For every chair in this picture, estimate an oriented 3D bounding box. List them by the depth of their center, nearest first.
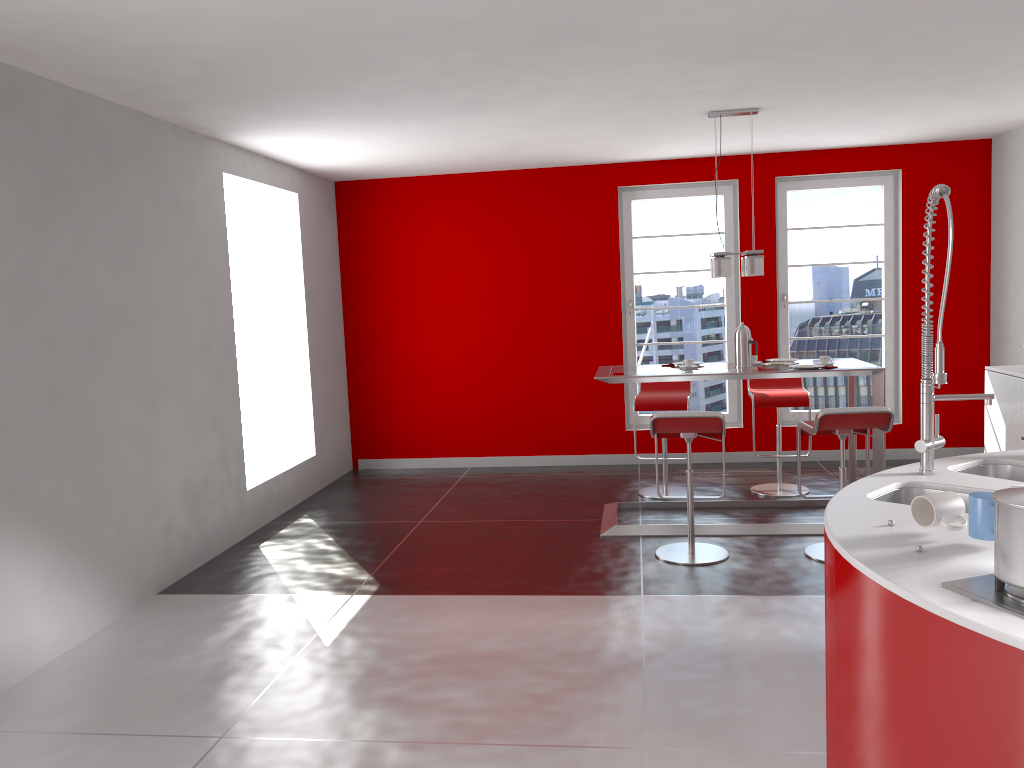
[{"bbox_3d":[1.833,0.527,4.896,0.418,0.857,0.460,-2,6,3],"label":"chair"},{"bbox_3d":[1.006,0.553,5.019,0.418,0.857,0.460,-1,6,13],"label":"chair"},{"bbox_3d":[1.959,0.359,6.515,0.418,0.857,0.460,-2,6,11],"label":"chair"},{"bbox_3d":[1.138,0.387,6.612,0.418,0.857,0.460,-1,6,16],"label":"chair"}]

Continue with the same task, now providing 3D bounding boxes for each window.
[{"bbox_3d":[2.746,-0.705,7.521,0.938,2.038,0.117,-2,6,8],"label":"window"},{"bbox_3d":[1.460,-0.665,7.704,0.938,2.038,0.117,-2,6,8],"label":"window"}]

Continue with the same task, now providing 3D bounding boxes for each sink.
[{"bbox_3d":[1.286,0.435,2.596,0.326,0.172,0.428,-8,8,-43],"label":"sink"},{"bbox_3d":[1.674,0.388,2.886,0.326,0.172,0.428,-6,7,-31],"label":"sink"}]

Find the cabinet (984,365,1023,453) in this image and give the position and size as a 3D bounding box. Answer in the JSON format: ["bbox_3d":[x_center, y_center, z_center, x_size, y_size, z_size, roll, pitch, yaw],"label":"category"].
[{"bbox_3d":[3.500,0.399,5.303,0.610,0.880,1.802,-2,6,8],"label":"cabinet"}]

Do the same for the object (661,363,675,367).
[{"bbox_3d":[1.052,-0.129,6.003,0.095,0.012,0.234,-2,6,7],"label":"object"}]

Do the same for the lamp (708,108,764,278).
[{"bbox_3d":[1.404,-1.192,5.586,0.304,1.025,0.304,-2,6,8],"label":"lamp"}]

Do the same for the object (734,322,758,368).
[{"bbox_3d":[1.489,-0.252,5.650,0.149,0.287,0.113,-1,6,16],"label":"object"}]

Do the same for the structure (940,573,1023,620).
[{"bbox_3d":[1.149,0.398,1.776,0.457,0.037,0.303,-4,6,-17],"label":"structure"}]

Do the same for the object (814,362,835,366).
[{"bbox_3d":[1.954,-0.125,5.545,0.119,0.016,0.119,0,6,28],"label":"object"}]

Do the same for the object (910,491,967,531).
[{"bbox_3d":[1.073,0.315,2.211,0.100,0.080,0.109,-5,6,-22],"label":"object"}]

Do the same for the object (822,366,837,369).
[{"bbox_3d":[1.924,-0.104,5.356,0.095,0.012,0.234,-2,6,8],"label":"object"}]

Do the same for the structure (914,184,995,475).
[{"bbox_3d":[1.374,-0.159,2.805,0.308,0.920,0.178,-7,7,-38],"label":"structure"}]

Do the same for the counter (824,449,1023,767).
[{"bbox_3d":[1.969,0.756,2.441,1.868,0.880,2.865,3,8,42],"label":"counter"}]

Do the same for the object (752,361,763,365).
[{"bbox_3d":[1.581,-0.135,5.815,0.119,0.016,0.119,-2,6,6],"label":"object"}]

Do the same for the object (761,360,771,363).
[{"bbox_3d":[1.663,-0.149,5.923,0.095,0.012,0.234,-2,6,7],"label":"object"}]

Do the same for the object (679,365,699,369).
[{"bbox_3d":[1.151,-0.111,5.772,0.119,0.016,0.119,-4,6,-12],"label":"object"}]

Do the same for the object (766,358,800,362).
[{"bbox_3d":[1.799,-0.154,5.901,0.217,0.015,0.217,-4,6,-16],"label":"object"}]

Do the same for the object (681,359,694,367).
[{"bbox_3d":[1.143,-0.135,5.773,0.078,0.049,0.062,1,7,31],"label":"object"}]

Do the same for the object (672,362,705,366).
[{"bbox_3d":[1.189,-0.135,5.981,0.217,0.015,0.217,1,7,32],"label":"object"}]

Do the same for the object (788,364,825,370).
[{"bbox_3d":[1.788,-0.102,5.381,0.217,0.015,0.217,3,8,44],"label":"object"}]

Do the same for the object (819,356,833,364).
[{"bbox_3d":[1.961,-0.149,5.542,0.078,0.049,0.062,-2,6,8],"label":"object"}]

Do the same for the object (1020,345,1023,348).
[{"bbox_3d":[3.545,-0.174,5.787,0.398,0.159,0.398,-6,7,-32],"label":"object"}]

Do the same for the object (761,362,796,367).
[{"bbox_3d":[1.690,-0.122,5.624,0.217,0.015,0.217,-8,8,-44],"label":"object"}]

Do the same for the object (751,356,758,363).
[{"bbox_3d":[1.575,-0.159,5.818,0.062,0.049,0.078,-8,8,-42],"label":"object"}]

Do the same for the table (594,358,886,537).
[{"bbox_3d":[1.422,0.388,5.753,1.700,1.000,0.800,-2,6,8],"label":"table"}]

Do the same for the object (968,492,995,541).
[{"bbox_3d":[1.137,0.315,2.098,0.080,0.100,0.109,-5,6,-19],"label":"object"}]

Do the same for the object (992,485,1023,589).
[{"bbox_3d":[1.048,0.295,1.739,0.189,0.185,0.218,-6,7,-30],"label":"object"}]
